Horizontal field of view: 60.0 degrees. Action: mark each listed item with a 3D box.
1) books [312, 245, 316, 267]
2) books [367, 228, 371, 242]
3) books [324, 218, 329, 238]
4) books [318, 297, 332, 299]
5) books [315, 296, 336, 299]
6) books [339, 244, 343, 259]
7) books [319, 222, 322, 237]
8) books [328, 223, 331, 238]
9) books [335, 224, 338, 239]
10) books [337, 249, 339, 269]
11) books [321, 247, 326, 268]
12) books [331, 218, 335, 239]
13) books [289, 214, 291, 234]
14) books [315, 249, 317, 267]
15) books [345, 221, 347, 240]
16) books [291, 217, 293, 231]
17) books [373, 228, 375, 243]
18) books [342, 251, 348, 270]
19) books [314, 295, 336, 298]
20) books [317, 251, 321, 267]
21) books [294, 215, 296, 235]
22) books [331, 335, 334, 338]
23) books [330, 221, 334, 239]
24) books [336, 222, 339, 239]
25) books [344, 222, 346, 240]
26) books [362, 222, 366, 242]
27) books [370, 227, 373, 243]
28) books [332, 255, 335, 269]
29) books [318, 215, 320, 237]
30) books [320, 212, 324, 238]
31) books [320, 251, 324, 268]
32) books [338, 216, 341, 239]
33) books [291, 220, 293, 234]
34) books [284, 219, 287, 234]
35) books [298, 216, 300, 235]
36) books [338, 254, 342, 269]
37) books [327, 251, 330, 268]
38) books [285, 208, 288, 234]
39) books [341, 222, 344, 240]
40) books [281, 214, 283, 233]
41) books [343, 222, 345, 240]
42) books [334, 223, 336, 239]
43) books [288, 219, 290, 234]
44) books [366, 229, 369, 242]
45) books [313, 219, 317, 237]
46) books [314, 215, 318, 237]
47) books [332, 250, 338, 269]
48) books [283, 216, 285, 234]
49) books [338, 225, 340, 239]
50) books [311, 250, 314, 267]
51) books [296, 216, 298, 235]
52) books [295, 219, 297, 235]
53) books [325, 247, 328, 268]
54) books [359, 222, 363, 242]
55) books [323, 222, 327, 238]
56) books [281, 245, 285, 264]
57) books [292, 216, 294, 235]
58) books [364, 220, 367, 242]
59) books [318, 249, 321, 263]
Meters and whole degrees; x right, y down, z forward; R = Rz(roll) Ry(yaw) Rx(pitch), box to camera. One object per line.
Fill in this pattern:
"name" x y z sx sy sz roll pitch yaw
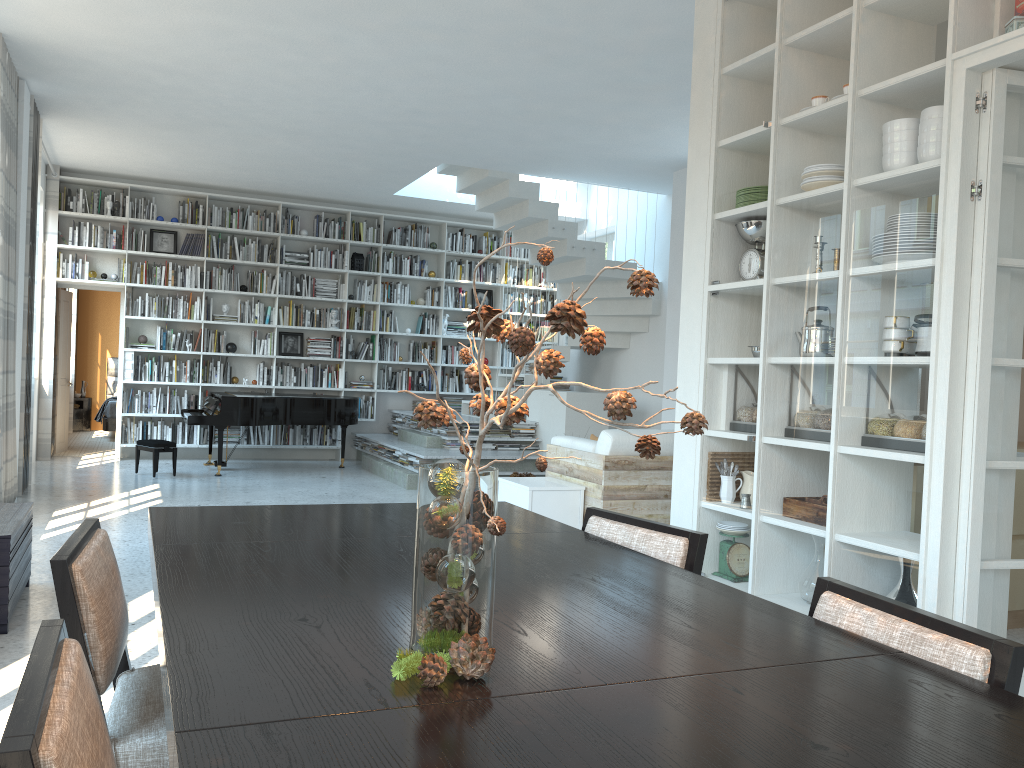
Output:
"books" -2.458 -1.573 11.004 0.011 0.284 0.190 2 1 -23
"books" -1.832 -1.874 11.269 0.024 0.202 0.180 2 1 -23
"books" -2.321 -1.928 11.082 0.028 0.270 0.140 2 1 -23
"books" -2.348 -1.066 11.102 0.254 0.012 0.161 2 0 -23
"books" -2.344 -1.078 11.094 0.254 0.012 0.161 2 0 -27
"books" -2.154 -1.586 11.154 0.012 0.334 0.155 2 1 -23
"books" -2.403 -1.901 11.047 0.031 0.208 0.146 2 1 -23
"books" -2.287 -1.893 11.077 0.033 0.203 0.166 2 1 -23
"books" -2.212 -1.889 11.091 0.023 0.202 0.193 2 1 -23
"books" -2.203 -1.551 11.139 0.029 0.261 0.133 2 1 -23
"books" -2.363 -1.564 11.084 0.029 0.273 0.140 2 1 -23
"books" -2.240 -1.925 11.085 0.010 0.270 0.180 2 1 -23
"books" -2.732 -1.942 10.881 0.011 0.265 0.163 2 1 -23
"books" -2.450 -1.549 11.025 0.021 0.237 0.171 2 1 -23
"books" -2.104 -1.913 11.171 0.022 0.257 0.136 2 1 -23
"books" -2.716 -1.926 10.924 0.006 0.233 0.136 2 1 -23
"books" -1.787 -1.873 11.306 0.025 0.203 0.162 2 1 -23
"books" -2.099 -1.534 11.109 0.037 0.237 0.272 2 1 -23
"books" -2.344 -1.090 11.096 0.254 0.012 0.161 2 0 -20
"books" -2.418 -1.538 11.037 0.027 0.216 0.190 2 1 -23
"books" -2.686 -1.940 10.914 0.013 0.264 0.147 2 1 -23
"books" -2.263 -0.469 11.177 0.011 0.299 0.130 2 1 -23
"books" -2.262 -1.909 11.093 0.023 0.236 0.154 2 1 -23
"books" -2.207 -1.905 11.141 0.026 0.234 0.137 2 1 -23
"books" -2.118 -1.904 11.159 0.014 0.239 0.153 2 1 -23
"books" -1.892 -1.913 11.263 0.030 0.274 0.151 2 1 -23
"books" -1.805 -1.878 11.277 0.031 0.213 0.169 2 1 -23
"books" -2.254 -1.517 11.102 0.029 0.188 0.176 2 1 -23
"books" -2.416 -1.945 11.027 0.011 0.296 0.157 2 1 -23
"books" -2.373 -1.961 11.034 0.010 0.331 0.186 2 1 -23
"books" -2.383 -1.537 11.055 0.028 0.219 0.183 2 1 -23
"books" -2.169 -1.941 11.142 0.012 0.308 0.138 2 1 -23
"books" -2.723 -1.907 10.900 0.023 0.195 0.172 2 1 -23
"books" -2.785 -1.909 10.867 0.026 0.194 0.166 2 1 -23
"books" -2.635 -1.934 10.933 0.011 0.256 0.143 2 1 -23
"books" -2.173 -1.521 11.139 0.029 0.202 0.191 2 1 -23
"books" -2.308 -1.536 11.077 0.023 0.223 0.190 2 1 -23
"books" -2.769 -1.982 10.885 0.014 0.341 0.145 2 1 -23
"books" -2.150 -1.908 11.143 0.028 0.244 0.161 2 1 -23
"books" -2.826 -1.940 10.841 0.026 0.253 0.185 2 1 -23
"books" -2.134 -1.908 11.161 0.014 0.244 0.145 2 1 -23
"books" -2.235 -1.898 11.100 0.012 0.217 0.179 2 1 -23
"books" -2.754 -1.914 10.902 0.011 0.205 0.145 2 1 -23
"books" -1.853 -1.864 11.259 0.022 0.180 0.173 2 1 -23
"books" -2.453 -1.921 11.023 0.012 0.245 0.151 2 1 -23
"books" -2.434 -1.944 11.011 0.014 0.292 0.176 2 1 -23
"books" -2.225 -1.546 11.113 0.032 0.248 0.173 2 1 -23
"books" -2.812 -1.927 10.868 0.023 0.228 0.157 2 1 -23
"books" -2.186 -1.890 11.144 0.014 0.204 0.135 2 1 -23
"books" -2.491 -1.544 11.035 0.024 0.223 0.128 2 1 -23
"books" -2.662 -1.935 10.919 0.005 0.255 0.168 2 1 -23
"books" -2.673 -1.917 10.917 0.016 0.219 0.144 2 1 -23
"books" -2.331 -1.561 11.075 0.023 0.269 0.184 2 1 -23
"books" -1.923 -1.904 11.228 0.054 0.254 0.190 2 1 -23
"books" -2.351 -1.900 11.051 0.050 0.211 0.172 2 1 -23
"books" -2.805 -1.570 10.856 0.021 0.249 0.191 2 1 -23
"books" -2.701 -1.933 10.915 0.014 0.248 0.139 2 1 -23
"books" -1.867 -1.923 11.255 0.010 0.297 0.167 2 1 -23
"books" -2.404 -1.551 11.056 0.012 0.244 0.131 2 1 -23
